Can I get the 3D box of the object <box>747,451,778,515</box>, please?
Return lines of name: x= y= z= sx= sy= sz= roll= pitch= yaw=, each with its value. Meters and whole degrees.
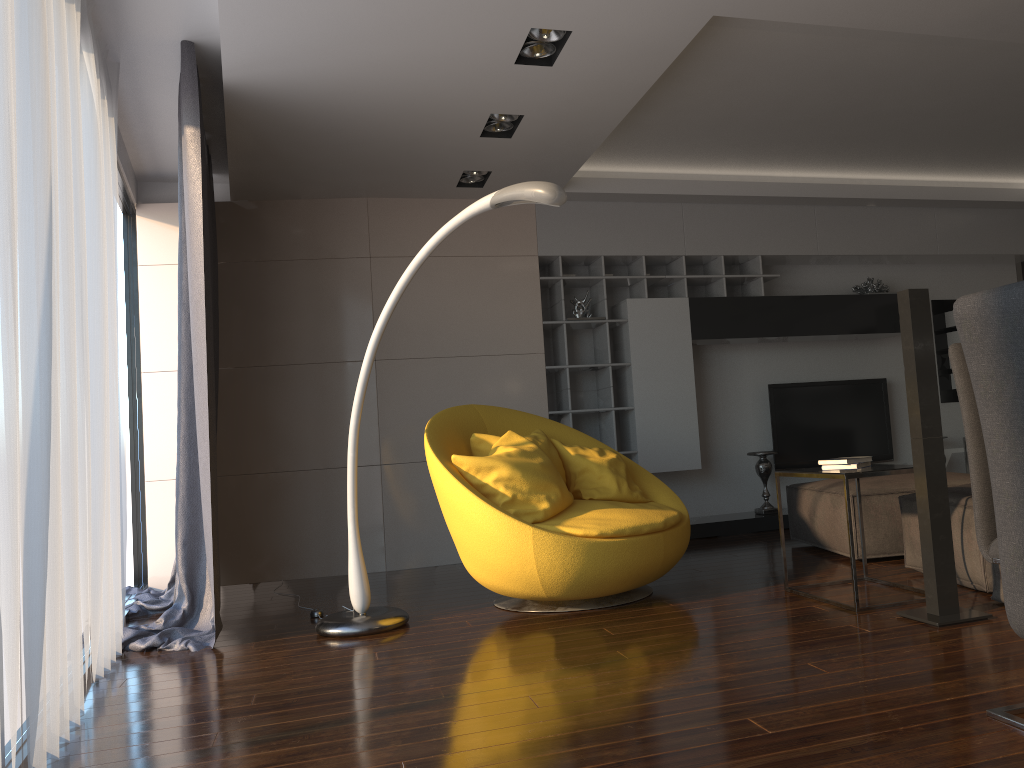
object: x=1.944 y=0.757 z=6.759 sx=0.249 sy=0.475 sz=0.230 roll=-2 pitch=-4 yaw=-23

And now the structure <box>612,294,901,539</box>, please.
structure: x=2.285 y=0.198 z=6.950 sx=2.974 sy=1.767 sz=0.465 roll=-3 pitch=-4 yaw=-17

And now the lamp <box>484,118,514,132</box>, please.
lamp: x=-0.080 y=-1.440 z=4.878 sx=0.178 sy=0.077 sz=0.175 roll=-4 pitch=-4 yaw=-3

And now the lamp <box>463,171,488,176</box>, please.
lamp: x=-0.235 y=-1.378 z=5.624 sx=0.176 sy=0.077 sz=0.178 roll=-4 pitch=-4 yaw=4

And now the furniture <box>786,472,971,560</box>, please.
furniture: x=2.349 y=0.755 z=5.337 sx=1.111 sy=0.440 sz=1.081 roll=-4 pitch=-4 yaw=-5

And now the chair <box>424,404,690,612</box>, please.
chair: x=0.259 y=0.559 z=4.437 sx=1.074 sy=1.005 sz=1.601 roll=-7 pitch=-5 yaw=42

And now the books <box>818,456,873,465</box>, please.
books: x=1.509 y=0.347 z=3.982 sx=0.216 sy=0.022 sz=0.147 roll=-1 pitch=-5 yaw=-39

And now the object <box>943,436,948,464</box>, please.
object: x=3.547 y=0.683 z=7.346 sx=0.227 sy=0.482 sz=0.212 roll=-2 pitch=-4 yaw=-21

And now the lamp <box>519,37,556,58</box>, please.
lamp: x=0.111 y=-1.516 z=3.962 sx=0.178 sy=0.077 sz=0.175 roll=-4 pitch=-4 yaw=-3

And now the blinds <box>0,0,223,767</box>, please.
blinds: x=-1.060 y=-0.438 z=2.250 sx=0.777 sy=2.894 sz=7.203 roll=-2 pitch=-4 yaw=-20

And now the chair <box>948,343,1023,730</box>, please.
chair: x=1.432 y=0.341 z=2.126 sx=0.440 sy=0.965 sz=0.555 roll=-3 pitch=-4 yaw=-14

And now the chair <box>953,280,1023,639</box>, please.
chair: x=1.058 y=0.312 z=1.324 sx=0.589 sy=0.965 sz=0.415 roll=-3 pitch=-4 yaw=-16

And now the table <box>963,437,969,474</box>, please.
table: x=4.257 y=0.712 z=7.474 sx=0.619 sy=0.563 sz=0.437 roll=-3 pitch=-4 yaw=-16

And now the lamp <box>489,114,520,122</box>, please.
lamp: x=-0.044 y=-1.454 z=4.707 sx=0.176 sy=0.077 sz=0.178 roll=-4 pitch=-4 yaw=4

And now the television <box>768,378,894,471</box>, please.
television: x=2.589 y=0.337 z=7.207 sx=1.135 sy=0.714 sz=0.140 roll=-3 pitch=-4 yaw=-17

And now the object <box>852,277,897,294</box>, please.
object: x=2.989 y=-0.802 z=7.318 sx=0.332 sy=0.177 sz=0.314 roll=-3 pitch=-4 yaw=-15

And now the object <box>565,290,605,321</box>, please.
object: x=0.501 y=-0.563 z=6.464 sx=0.293 sy=0.227 sz=0.276 roll=-3 pitch=-4 yaw=-15

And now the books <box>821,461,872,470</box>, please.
books: x=1.520 y=0.370 z=3.993 sx=0.154 sy=0.023 sz=0.243 roll=-7 pitch=-5 yaw=35

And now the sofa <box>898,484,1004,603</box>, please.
sofa: x=3.131 y=0.536 z=4.824 sx=2.516 sy=0.704 sz=2.702 roll=-4 pitch=-4 yaw=-5

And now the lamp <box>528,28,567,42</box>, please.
lamp: x=0.147 y=-1.530 z=3.790 sx=0.183 sy=0.077 sz=0.170 roll=-2 pitch=-4 yaw=-20

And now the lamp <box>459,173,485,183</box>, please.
lamp: x=-0.271 y=-1.364 z=5.795 sx=0.178 sy=0.077 sz=0.175 roll=-4 pitch=-4 yaw=-3

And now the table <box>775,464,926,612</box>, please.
table: x=1.545 y=0.659 z=3.943 sx=0.464 sy=0.563 sz=0.583 roll=-3 pitch=-4 yaw=-14

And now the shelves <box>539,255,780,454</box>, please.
shelves: x=1.147 y=-0.147 z=6.683 sx=1.982 sy=1.601 sz=0.367 roll=-3 pitch=-4 yaw=-17

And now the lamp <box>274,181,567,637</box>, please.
lamp: x=-1.094 y=0.283 z=4.721 sx=0.612 sy=1.779 sz=4.016 roll=-1 pitch=-5 yaw=-34
